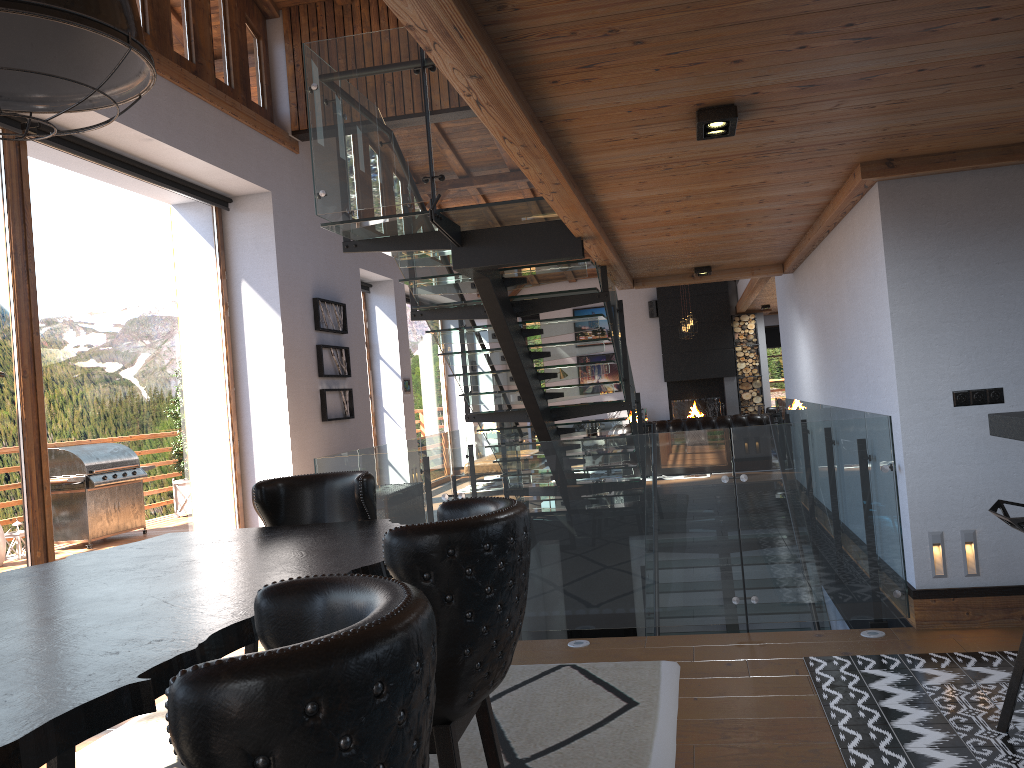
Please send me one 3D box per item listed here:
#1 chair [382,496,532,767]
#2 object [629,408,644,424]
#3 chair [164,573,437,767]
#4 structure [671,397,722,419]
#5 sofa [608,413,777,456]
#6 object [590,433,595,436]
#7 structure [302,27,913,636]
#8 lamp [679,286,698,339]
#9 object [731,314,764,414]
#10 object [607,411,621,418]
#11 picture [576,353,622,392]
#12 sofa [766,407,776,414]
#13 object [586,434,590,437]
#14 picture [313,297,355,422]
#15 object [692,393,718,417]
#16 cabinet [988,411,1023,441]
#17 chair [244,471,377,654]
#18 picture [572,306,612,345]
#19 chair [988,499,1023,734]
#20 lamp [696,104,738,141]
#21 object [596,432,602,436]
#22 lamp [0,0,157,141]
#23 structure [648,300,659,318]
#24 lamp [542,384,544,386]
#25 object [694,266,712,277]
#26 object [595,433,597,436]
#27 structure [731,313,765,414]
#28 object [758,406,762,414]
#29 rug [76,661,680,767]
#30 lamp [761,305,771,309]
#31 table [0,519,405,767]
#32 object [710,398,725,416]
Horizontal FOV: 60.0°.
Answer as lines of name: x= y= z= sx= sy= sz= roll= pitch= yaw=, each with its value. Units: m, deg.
chair: x=-0.197 y=0.846 z=2.091 sx=0.566 sy=1.092 sz=0.506 roll=-5 pitch=-1 yaw=10
object: x=2.541 y=0.651 z=18.097 sx=0.337 sy=0.455 sz=0.337 roll=-6 pitch=-2 yaw=36
chair: x=-0.342 y=0.843 z=1.135 sx=0.569 sy=1.092 sz=0.503 roll=-5 pitch=-1 yaw=-5
structure: x=3.712 y=0.554 z=17.771 sx=0.978 sy=0.514 sz=0.184 roll=-5 pitch=-1 yaw=10
sofa: x=2.714 y=0.906 z=13.223 sx=2.555 sy=0.838 sz=1.244 roll=-5 pitch=-1 yaw=10
object: x=1.260 y=0.709 z=13.937 sx=0.089 sy=0.286 sz=0.086 roll=-4 pitch=-2 yaw=-39
structure: x=-1.870 y=1.226 z=7.068 sx=9.169 sy=6.400 sz=11.073 roll=-5 pitch=-1 yaw=11
lamp: x=2.958 y=-1.895 z=15.401 sx=0.261 sy=2.202 sz=0.803 roll=-5 pitch=-1 yaw=2
object: x=4.735 y=-0.077 z=17.737 sx=0.491 sy=2.612 sz=0.468 roll=-5 pitch=-2 yaw=11
object: x=2.100 y=0.661 z=18.110 sx=0.261 sy=0.532 sz=0.423 roll=-4 pitch=-1 yaw=-20
picture: x=1.817 y=-0.211 z=18.518 sx=0.875 sy=0.816 sz=0.036 roll=-5 pitch=-2 yaw=10
sofa: x=5.026 y=0.741 z=14.987 sx=1.234 sy=0.838 sz=2.576 roll=-5 pitch=-1 yaw=11
object: x=1.210 y=0.715 z=14.013 sx=0.087 sy=0.286 sz=0.088 roll=-5 pitch=-2 yaw=23
picture: x=-1.950 y=-0.259 z=9.732 sx=0.059 sy=1.312 sz=0.777 roll=-5 pitch=-1 yaw=11
object: x=3.247 y=0.541 z=14.694 sx=0.403 sy=0.808 sz=0.625 roll=-5 pitch=-1 yaw=22
cabinet: x=2.043 y=0.644 z=1.360 sx=0.885 sy=1.104 sz=4.822 roll=-5 pitch=-1 yaw=11
chair: x=-0.764 y=0.914 z=3.464 sx=0.502 sy=1.092 sz=0.570 roll=-5 pitch=-1 yaw=10
picture: x=1.735 y=-1.202 z=18.545 sx=0.875 sy=0.816 sz=0.036 roll=-5 pitch=-2 yaw=10
chair: x=1.879 y=0.812 z=2.899 sx=0.467 sy=0.839 sz=0.541 roll=-5 pitch=-1 yaw=11
lamp: x=0.802 y=-1.034 z=3.486 sx=0.154 sy=0.068 sz=0.262 roll=-5 pitch=-1 yaw=11
object: x=1.360 y=0.701 z=13.915 sx=0.088 sy=0.286 sz=0.087 roll=-4 pitch=-2 yaw=-12
lamp: x=-1.307 y=-2.900 z=2.027 sx=0.629 sy=4.686 sz=0.614 roll=-4 pitch=-2 yaw=-34
structure: x=2.917 y=-1.539 z=18.255 sx=0.212 sy=0.349 sz=0.214 roll=-5 pitch=-1 yaw=11
lamp: x=0.662 y=0.616 z=17.547 sx=0.521 sy=1.899 sz=1.337 roll=-6 pitch=-2 yaw=32
object: x=1.755 y=-1.042 z=8.154 sx=0.154 sy=0.068 sz=0.262 roll=-5 pitch=-1 yaw=11
object: x=1.329 y=0.705 z=14.008 sx=0.088 sy=0.286 sz=0.087 roll=-4 pitch=-2 yaw=-11
structure: x=4.739 y=-0.084 z=17.727 sx=0.499 sy=2.618 sz=0.514 roll=-5 pitch=-2 yaw=11
object: x=4.844 y=0.824 z=17.381 sx=0.268 sy=0.795 sz=0.263 roll=-5 pitch=-1 yaw=-6
rug: x=-0.970 y=1.454 z=1.789 sx=2.540 sy=0.047 sz=5.656 roll=-5 pitch=-1 yaw=11
lamp: x=4.824 y=-1.469 z=16.859 sx=0.154 sy=0.068 sz=0.262 roll=-5 pitch=-1 yaw=11
table: x=-1.131 y=1.006 z=1.494 sx=1.423 sy=0.950 sz=3.813 roll=-5 pitch=-1 yaw=11
object: x=4.031 y=0.774 z=17.329 sx=0.311 sy=1.018 sz=0.304 roll=-4 pitch=-2 yaw=-34
